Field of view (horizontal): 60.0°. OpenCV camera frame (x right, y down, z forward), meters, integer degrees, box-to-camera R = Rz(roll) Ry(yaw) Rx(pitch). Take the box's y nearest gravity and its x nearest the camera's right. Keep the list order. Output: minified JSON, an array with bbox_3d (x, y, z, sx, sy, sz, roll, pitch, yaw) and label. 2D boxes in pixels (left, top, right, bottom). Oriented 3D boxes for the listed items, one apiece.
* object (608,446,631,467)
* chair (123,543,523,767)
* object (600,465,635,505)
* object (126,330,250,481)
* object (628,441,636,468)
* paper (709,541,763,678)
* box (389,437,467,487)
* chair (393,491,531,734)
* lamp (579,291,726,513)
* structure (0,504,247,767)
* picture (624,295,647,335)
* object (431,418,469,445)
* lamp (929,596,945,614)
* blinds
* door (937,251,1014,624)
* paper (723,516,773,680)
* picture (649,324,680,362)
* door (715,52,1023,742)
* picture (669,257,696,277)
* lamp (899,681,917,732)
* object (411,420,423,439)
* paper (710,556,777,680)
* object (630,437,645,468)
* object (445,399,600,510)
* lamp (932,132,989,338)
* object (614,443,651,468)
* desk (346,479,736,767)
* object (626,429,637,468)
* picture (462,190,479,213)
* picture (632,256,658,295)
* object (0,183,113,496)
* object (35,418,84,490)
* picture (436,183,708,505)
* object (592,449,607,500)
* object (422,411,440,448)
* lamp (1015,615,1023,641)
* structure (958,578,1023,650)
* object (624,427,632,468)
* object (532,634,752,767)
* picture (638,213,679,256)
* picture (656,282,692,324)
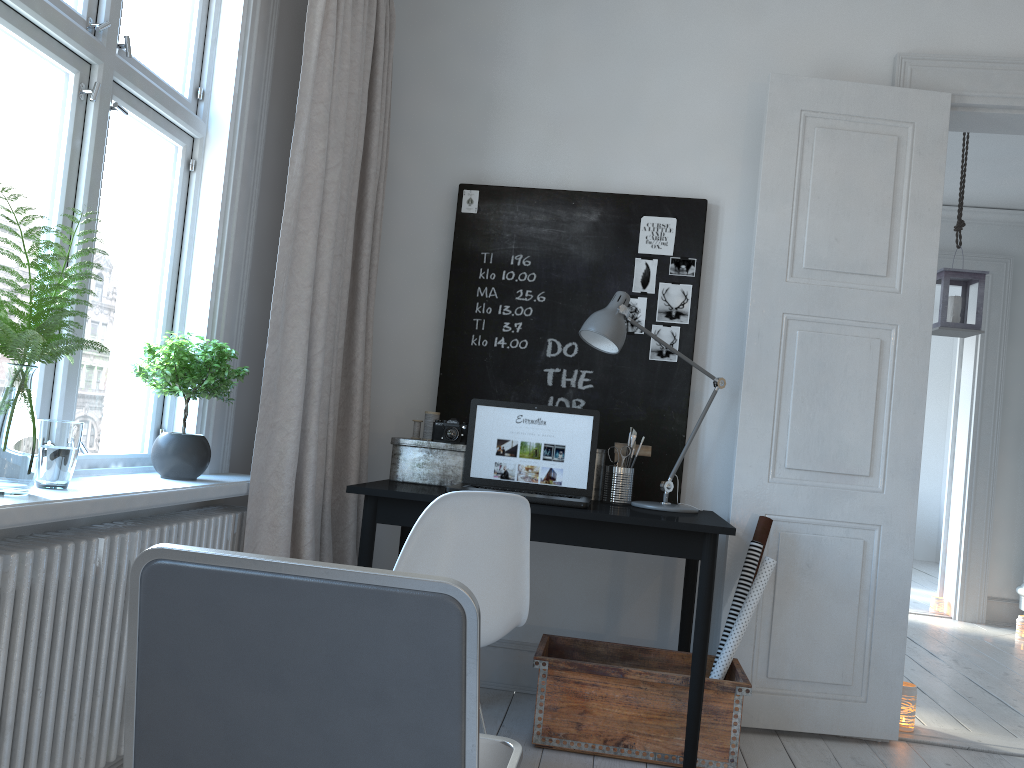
[{"bbox_3d":[0.364,0.313,3.112,0.081,0.198,0.050,4,-3,32],"label":"object"},{"bbox_3d":[-0.251,0.617,1.266,0.562,0.797,0.525,5,-2,7],"label":"chair"},{"bbox_3d":[0.369,0.354,3.099,0.108,0.128,0.108,5,-3,22],"label":"object"},{"bbox_3d":[-0.906,0.057,2.446,0.310,0.407,0.271,7,-3,-33],"label":"object"},{"bbox_3d":[0.403,0.308,3.102,0.009,0.221,0.083,4,-3,37],"label":"object"},{"bbox_3d":[0.711,0.853,2.932,0.266,0.668,0.043,7,-3,-38],"label":"paper"},{"bbox_3d":[-0.273,0.280,3.165,0.317,0.152,0.193,5,-3,7],"label":"box"},{"bbox_3d":[-0.218,0.664,2.320,0.475,0.823,0.554,7,-3,-28],"label":"chair"},{"bbox_3d":[0.475,0.067,3.032,0.617,0.715,0.230,7,-2,-22],"label":"lamp"},{"bbox_3d":[-1.003,0.608,2.105,0.195,0.547,1.507,5,-3,7],"label":"structure"},{"bbox_3d":[0.447,-0.259,3.326,0.107,0.150,0.001,5,-2,7],"label":"picture"},{"bbox_3d":[-0.213,0.161,3.071,0.137,0.087,0.073,5,-3,7],"label":"object"},{"bbox_3d":[2.953,1.538,6.160,0.093,0.110,0.094,5,-3,24],"label":"lamp"},{"bbox_3d":[-0.567,-0.252,2.989,0.225,2.645,0.832,5,-2,7],"label":"blinds"},{"bbox_3d":[2.501,0.306,6.262,2.598,2.503,0.578,5,-2,7],"label":"door"},{"bbox_3d":[0.750,0.818,3.000,0.298,0.746,0.048,7,-3,-38],"label":"paper"},{"bbox_3d":[0.569,-0.154,3.306,0.103,0.136,0.001,5,-2,7],"label":"picture"},{"bbox_3d":[2.134,0.107,3.273,2.598,2.503,0.578,5,-2,7],"label":"door"},{"bbox_3d":[0.638,-0.440,3.313,0.095,0.071,0.001,5,-2,7],"label":"picture"},{"bbox_3d":[1.461,1.205,3.315,0.089,0.166,0.089,6,-2,0],"label":"lamp"},{"bbox_3d":[-0.346,0.165,3.222,0.040,0.069,0.040,6,-2,-5],"label":"object"},{"bbox_3d":[0.703,0.866,2.873,0.283,0.626,0.041,6,-2,-15],"label":"paper"},{"bbox_3d":[0.414,0.300,3.096,0.084,0.240,0.009,6,-2,-16],"label":"object"},{"bbox_3d":[0.045,0.216,2.868,0.445,0.315,0.326,5,-3,7],"label":"object"},{"bbox_3d":[2.383,-1.138,4.660,0.228,1.761,0.228,6,-2,4],"label":"lamp"},{"bbox_3d":[0.425,0.318,3.148,0.138,0.208,0.034,6,-2,-13],"label":"object"},{"bbox_3d":[0.073,0.760,2.925,1.159,0.758,0.651,5,-3,7],"label":"desk"},{"bbox_3d":[0.403,0.287,3.113,0.062,0.264,0.012,7,-3,-40],"label":"object"},{"bbox_3d":[-0.161,-0.705,3.424,0.061,0.088,0.004,6,-2,4],"label":"picture"},{"bbox_3d":[0.500,-0.406,3.328,0.083,0.145,0.002,5,-2,7],"label":"picture"},{"bbox_3d":[-0.980,-0.068,1.735,0.414,0.564,0.305,4,-3,41],"label":"object"},{"bbox_3d":[-0.984,0.152,1.910,0.097,0.146,0.097,5,-2,13],"label":"object"},{"bbox_3d":[0.209,-0.153,3.381,0.952,1.171,0.064,5,-2,7],"label":"picture"},{"bbox_3d":[0.291,0.326,3.182,0.079,0.188,0.079,6,-2,-14],"label":"object"},{"bbox_3d":[-0.299,0.162,3.149,0.056,0.130,0.167,5,-3,6],"label":"object"},{"bbox_3d":[3.173,1.514,5.500,0.084,0.146,0.084,5,-2,12],"label":"lamp"},{"bbox_3d":[3.610,0.299,5.578,1.249,2.825,0.800,7,-3,-38],"label":"structure"},{"bbox_3d":[0.399,0.283,3.113,0.008,0.267,0.060,5,-2,24],"label":"object"},{"bbox_3d":[0.402,1.028,2.872,0.664,0.282,0.340,5,-3,7],"label":"object"},{"bbox_3d":[0.548,-0.562,3.329,0.147,0.154,0.004,5,-2,7],"label":"picture"},{"bbox_3d":[0.605,-0.304,3.309,0.121,0.152,0.002,5,-2,7],"label":"picture"}]
